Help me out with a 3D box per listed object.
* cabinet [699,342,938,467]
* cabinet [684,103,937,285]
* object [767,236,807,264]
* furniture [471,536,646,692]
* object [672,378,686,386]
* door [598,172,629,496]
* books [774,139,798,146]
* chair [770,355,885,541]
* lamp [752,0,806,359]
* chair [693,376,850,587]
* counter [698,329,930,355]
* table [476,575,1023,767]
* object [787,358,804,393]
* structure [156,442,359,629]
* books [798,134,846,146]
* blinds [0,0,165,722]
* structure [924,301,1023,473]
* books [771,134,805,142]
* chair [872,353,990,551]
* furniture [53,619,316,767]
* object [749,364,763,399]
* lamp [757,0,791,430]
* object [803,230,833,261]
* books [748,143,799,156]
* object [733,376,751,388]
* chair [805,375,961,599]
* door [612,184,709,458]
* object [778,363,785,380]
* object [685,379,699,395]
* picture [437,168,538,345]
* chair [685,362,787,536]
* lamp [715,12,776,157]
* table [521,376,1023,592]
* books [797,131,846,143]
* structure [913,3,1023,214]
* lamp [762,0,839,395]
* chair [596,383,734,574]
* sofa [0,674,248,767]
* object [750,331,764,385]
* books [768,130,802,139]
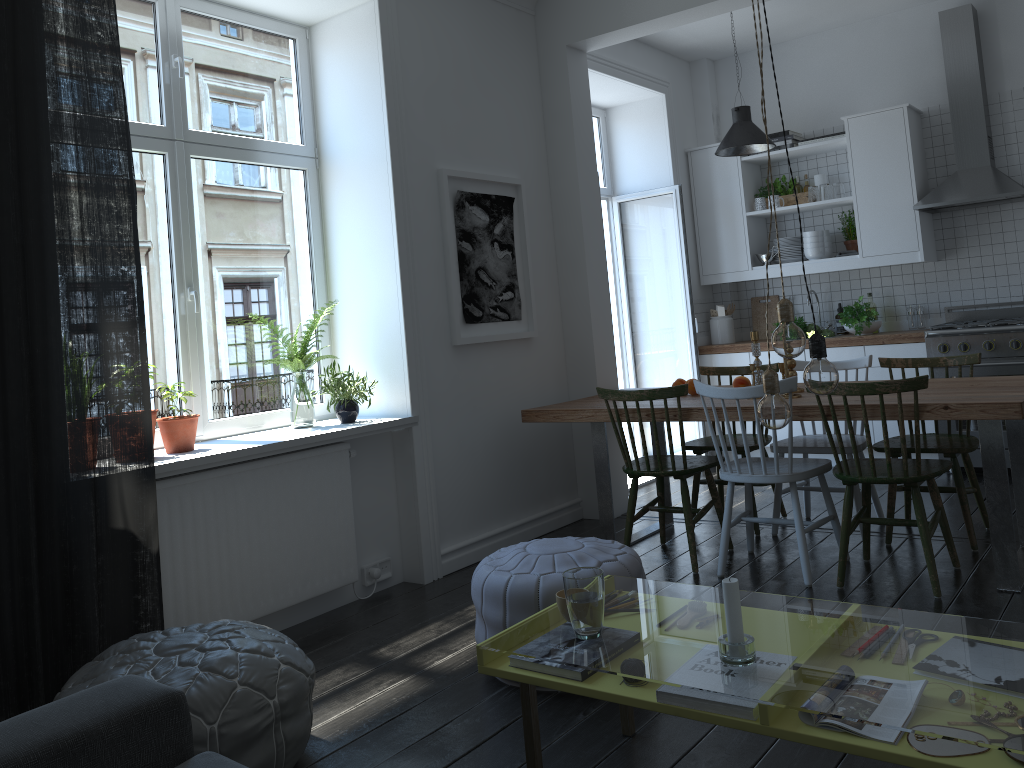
[{"bbox_3d":[2.735,0.128,5.700,0.732,0.818,3.166,-5,2,-44],"label":"cabinet"},{"bbox_3d":[2.901,-0.658,5.528,3.769,2.383,0.782,-4,-1,41],"label":"cabinet"},{"bbox_3d":[2.036,-0.978,6.481,0.298,0.195,0.307,-4,2,39],"label":"object"},{"bbox_3d":[0.171,0.755,3.001,0.607,0.421,0.617,-4,2,32],"label":"furniture"},{"bbox_3d":[0.877,0.015,4.584,0.087,0.090,0.084,-5,0,28],"label":"object"},{"bbox_3d":[0.389,-0.308,5.588,0.581,2.037,0.105,-7,-4,43],"label":"door"},{"bbox_3d":[1.948,-1.749,6.517,0.327,0.031,0.261,-2,4,35],"label":"books"},{"bbox_3d":[1.580,0.296,4.436,0.463,0.847,0.511,-6,-2,38],"label":"chair"},{"bbox_3d":[0.558,-0.806,2.014,0.074,1.506,0.074,-5,-3,-6],"label":"lamp"},{"bbox_3d":[1.102,0.379,3.796,0.463,0.847,0.511,-6,-2,38],"label":"chair"},{"bbox_3d":[2.656,-0.300,5.682,3.083,0.074,0.850,-2,5,38],"label":"counter"},{"bbox_3d":[0.667,0.761,1.875,1.393,0.401,0.603,-3,3,37],"label":"table"},{"bbox_3d":[1.337,-0.083,4.225,0.101,0.249,0.100,-4,-3,-29],"label":"object"},{"bbox_3d":[-0.991,0.615,3.447,0.073,0.631,1.069,-7,0,38],"label":"structure"},{"bbox_3d":[2.255,-1.721,6.289,0.348,0.038,0.262,-2,4,37],"label":"books"},{"bbox_3d":[-1.484,-0.409,2.670,0.111,2.990,0.805,-7,-4,36],"label":"blinds"},{"bbox_3d":[3.047,0.012,5.466,0.696,1.025,0.724,-6,-1,38],"label":"structure"},{"bbox_3d":[1.961,-1.782,6.521,0.349,0.031,0.289,-2,4,37],"label":"books"},{"bbox_3d":[1.958,0.291,4.125,0.464,0.832,0.487,-6,-2,36],"label":"chair"},{"bbox_3d":[-0.875,0.878,2.376,0.675,0.384,0.683,-4,2,38],"label":"furniture"},{"bbox_3d":[1.120,-0.012,4.078,0.080,0.161,0.080,-5,-2,-5],"label":"object"},{"bbox_3d":[0.529,-0.648,2.008,0.089,1.506,0.073,-3,-4,-28],"label":"lamp"},{"bbox_3d":[2.186,-0.990,6.298,0.149,0.217,0.310,-6,1,35],"label":"object"},{"bbox_3d":[1.966,-1.713,6.515,0.349,0.044,0.261,-2,4,39],"label":"books"},{"bbox_3d":[1.165,0.002,4.462,0.085,0.084,0.088,-5,0,-40],"label":"object"},{"bbox_3d":[1.505,0.368,3.534,0.464,0.831,0.487,-6,-2,36],"label":"chair"},{"bbox_3d":[1.076,-0.426,6.487,0.582,2.037,0.105,-7,-4,31],"label":"door"},{"bbox_3d":[1.331,-0.033,4.316,0.049,0.140,0.049,-7,-3,38],"label":"object"},{"bbox_3d":[0.931,0.016,4.520,0.091,0.088,0.083,-5,0,-26],"label":"object"},{"bbox_3d":[-0.133,-0.671,4.687,0.082,0.892,0.690,-7,-2,38],"label":"picture"},{"bbox_3d":[1.178,0.323,4.697,0.464,0.831,0.487,-6,-2,36],"label":"chair"},{"bbox_3d":[0.645,-1.178,6.386,2.685,2.524,0.493,-5,-2,38],"label":"lamp"},{"bbox_3d":[1.261,0.404,4.167,2.215,0.719,1.022,-3,2,37],"label":"table"},{"bbox_3d":[2.258,-1.749,6.298,0.339,0.016,0.276,-2,5,39],"label":"books"},{"bbox_3d":[2.910,-1.801,5.668,0.629,1.312,0.530,-6,-3,37],"label":"structure"},{"bbox_3d":[0.610,-0.725,1.961,0.074,1.506,0.086,-5,-3,-1],"label":"lamp"},{"bbox_3d":[0.725,0.401,4.106,0.464,0.832,0.487,-6,-2,36],"label":"chair"},{"bbox_3d":[-0.169,0.743,0.759,2.360,0.726,1.089,-3,3,37],"label":"sofa"},{"bbox_3d":[1.184,-0.102,4.244,0.141,0.312,0.139,-5,-2,-10],"label":"object"},{"bbox_3d":[1.946,-1.815,6.527,0.323,0.038,0.260,-2,5,39],"label":"books"}]
